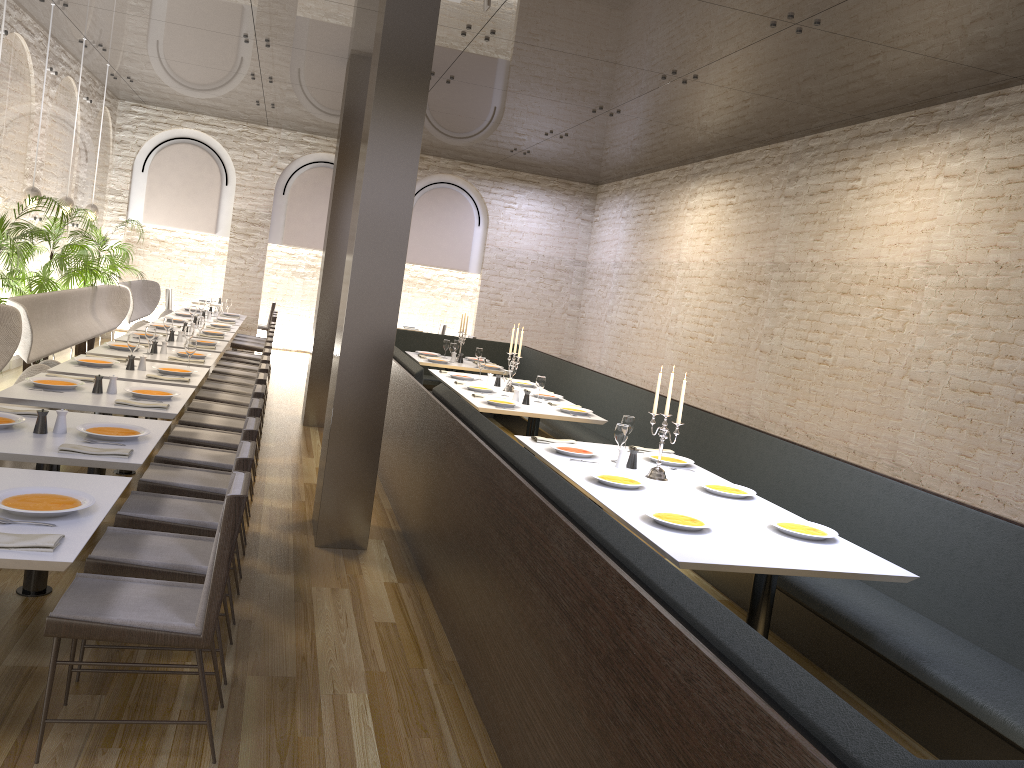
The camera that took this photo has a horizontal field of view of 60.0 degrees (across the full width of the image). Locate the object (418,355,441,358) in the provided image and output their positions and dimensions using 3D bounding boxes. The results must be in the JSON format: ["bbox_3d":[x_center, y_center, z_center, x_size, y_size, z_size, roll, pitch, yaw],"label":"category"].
[{"bbox_3d":[-1.000,-0.326,10.757,0.272,0.033,0.143,7,6,-15],"label":"object"}]

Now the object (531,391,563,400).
[{"bbox_3d":[0.318,0.115,8.244,0.321,0.036,0.322,9,6,5],"label":"object"}]

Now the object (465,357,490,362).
[{"bbox_3d":[-0.441,-0.302,11.223,0.323,0.036,0.321,12,7,33],"label":"object"}]

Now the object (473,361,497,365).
[{"bbox_3d":[-0.339,-0.249,10.927,0.272,0.033,0.143,7,6,-15],"label":"object"}]

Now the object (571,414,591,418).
[{"bbox_3d":[0.563,0.259,7.260,0.181,0.015,0.038,7,6,-13],"label":"object"}]

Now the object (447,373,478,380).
[{"bbox_3d":[-0.500,-0.070,8.904,0.321,0.036,0.323,6,6,-19],"label":"object"}]

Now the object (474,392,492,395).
[{"bbox_3d":[-0.247,0.083,7.869,0.185,0.010,0.017,7,5,-15],"label":"object"}]

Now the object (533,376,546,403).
[{"bbox_3d":[0.245,0.047,7.831,0.087,0.230,0.086,10,4,27],"label":"object"}]

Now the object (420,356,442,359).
[{"bbox_3d":[-0.962,-0.305,10.607,0.272,0.033,0.143,7,6,-15],"label":"object"}]

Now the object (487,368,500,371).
[{"bbox_3d":[-0.217,-0.169,10.327,0.181,0.015,0.038,7,6,-13],"label":"object"}]

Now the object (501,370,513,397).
[{"bbox_3d":[-0.046,-0.006,7.945,0.086,0.230,0.087,7,4,-15],"label":"object"}]

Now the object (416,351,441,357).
[{"bbox_3d":[-1.050,-0.372,11.062,0.321,0.036,0.323,6,6,-19],"label":"object"}]

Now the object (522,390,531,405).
[{"bbox_3d":[0.125,0.116,7.550,0.069,0.126,0.069,9,4,16],"label":"object"}]

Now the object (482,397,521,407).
[{"bbox_3d":[-0.088,0.156,7.286,0.321,0.036,0.323,6,6,-17],"label":"object"}]

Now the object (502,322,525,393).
[{"bbox_3d":[0.020,-0.253,8.330,0.131,0.655,0.391,8,4,-4],"label":"object"}]

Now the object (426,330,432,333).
[{"bbox_3d":[-1.191,-0.659,12.669,0.086,0.230,0.086,9,4,15],"label":"object"}]

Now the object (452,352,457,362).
[{"bbox_3d":[-0.698,-0.324,10.665,0.069,0.126,0.069,10,5,27],"label":"object"}]

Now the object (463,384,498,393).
[{"bbox_3d":[-0.292,0.044,8.083,0.321,0.036,0.322,9,6,5],"label":"object"}]

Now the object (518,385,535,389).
[{"bbox_3d":[0.150,0.032,8.884,0.181,0.015,0.038,7,6,-13],"label":"object"}]

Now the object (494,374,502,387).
[{"bbox_3d":[-0.136,-0.035,8.648,0.068,0.126,0.069,7,4,-21],"label":"object"}]

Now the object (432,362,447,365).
[{"bbox_3d":[-0.825,-0.234,10.142,0.185,0.010,0.017,7,5,-15],"label":"object"}]

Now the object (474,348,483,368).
[{"bbox_3d":[-0.394,-0.304,10.341,0.086,0.230,0.086,10,4,21],"label":"object"}]

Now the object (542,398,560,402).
[{"bbox_3d":[0.361,0.148,8.054,0.181,0.015,0.038,7,6,-13],"label":"object"}]

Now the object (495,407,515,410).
[{"bbox_3d":[-0.044,0.195,7.075,0.185,0.010,0.017,7,5,-15],"label":"object"}]

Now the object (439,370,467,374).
[{"bbox_3d":[-0.613,-0.113,9.235,0.272,0.033,0.143,7,6,-15],"label":"object"}]

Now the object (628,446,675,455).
[{"bbox_3d":[0.933,0.442,5.933,0.272,0.033,0.143,7,6,-15],"label":"object"}]

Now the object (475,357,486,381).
[{"bbox_3d":[-0.317,-0.155,9.006,0.086,0.230,0.087,8,4,-3],"label":"object"}]

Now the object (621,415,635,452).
[{"bbox_3d":[0.754,0.326,5.832,0.086,0.230,0.087,8,4,-3],"label":"object"}]

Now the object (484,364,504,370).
[{"bbox_3d":[-0.258,-0.201,10.503,0.321,0.036,0.323,3,7,-39],"label":"object"}]

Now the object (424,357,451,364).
[{"bbox_3d":[-0.867,-0.271,10.342,0.321,0.036,0.323,3,7,-39],"label":"object"}]

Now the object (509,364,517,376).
[{"bbox_3d":[0.000,-0.088,8.794,0.086,0.230,0.087,8,4,-3],"label":"object"}]

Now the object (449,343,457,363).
[{"bbox_3d":[-0.710,-0.371,10.553,0.086,0.230,0.086,10,4,21],"label":"object"}]

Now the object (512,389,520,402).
[{"bbox_3d":[0.034,0.101,7.577,0.069,0.126,0.069,9,4,8],"label":"object"}]

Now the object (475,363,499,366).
[{"bbox_3d":[-0.301,-0.229,10.778,0.272,0.033,0.143,7,6,-15],"label":"object"}]

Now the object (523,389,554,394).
[{"bbox_3d":[0.258,0.078,8.582,0.272,0.033,0.143,7,6,-15],"label":"object"}]

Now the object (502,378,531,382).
[{"bbox_3d":[0.047,-0.038,9.412,0.272,0.033,0.143,7,6,-15],"label":"object"}]

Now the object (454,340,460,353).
[{"bbox_3d":[-0.708,-0.439,11.215,0.086,0.230,0.086,4,5,-45],"label":"object"}]

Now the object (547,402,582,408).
[{"bbox_3d":[0.460,0.189,7.788,0.272,0.033,0.143,7,6,-15],"label":"object"}]

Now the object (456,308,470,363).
[{"bbox_3d":[-0.603,-0.595,10.775,0.131,0.655,0.391,8,4,-4],"label":"object"}]

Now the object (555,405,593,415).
[{"bbox_3d":[0.521,0.226,7.446,0.321,0.036,0.323,3,7,-39],"label":"object"}]

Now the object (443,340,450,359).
[{"bbox_3d":[-0.822,-0.432,10.991,0.086,0.230,0.086,10,4,21],"label":"object"}]

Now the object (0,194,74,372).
[{"bbox_3d":[-4.604,-0.747,7.830,1.147,1.970,1.189,9,4,16],"label":"object"}]

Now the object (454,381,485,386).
[{"bbox_3d":[-0.402,0.002,8.406,0.272,0.033,0.143,7,6,-15],"label":"object"}]

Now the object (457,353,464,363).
[{"bbox_3d":[-0.615,-0.311,10.663,0.069,0.126,0.069,10,5,27],"label":"object"}]

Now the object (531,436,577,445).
[{"bbox_3d":[0.273,0.366,5.757,0.272,0.033,0.143,7,6,-15],"label":"object"}]

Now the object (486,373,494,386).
[{"bbox_3d":[-0.216,-0.044,8.630,0.068,0.126,0.069,7,4,-21],"label":"object"}]

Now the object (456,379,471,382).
[{"bbox_3d":[-0.458,-0.032,8.698,0.185,0.010,0.017,7,5,-15],"label":"object"}]

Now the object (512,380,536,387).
[{"bbox_3d":[0.109,0.000,9.065,0.321,0.036,0.323,6,6,-19],"label":"object"}]

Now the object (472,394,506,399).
[{"bbox_3d":[-0.200,0.113,7.612,0.272,0.033,0.143,7,6,-15],"label":"object"}]
